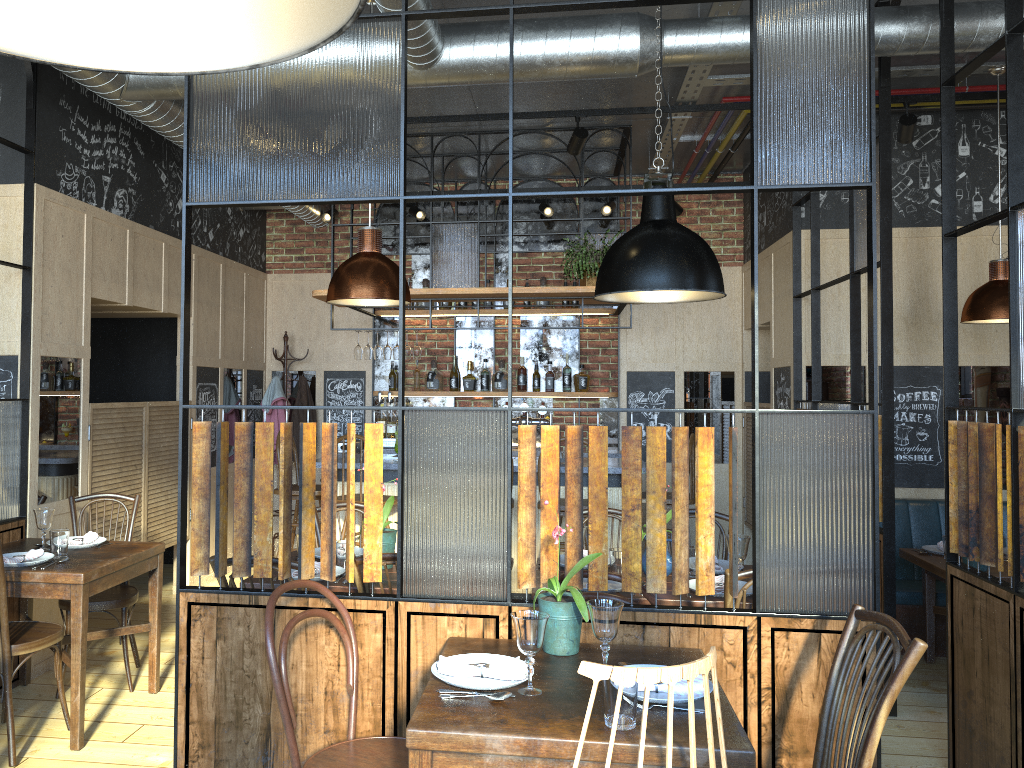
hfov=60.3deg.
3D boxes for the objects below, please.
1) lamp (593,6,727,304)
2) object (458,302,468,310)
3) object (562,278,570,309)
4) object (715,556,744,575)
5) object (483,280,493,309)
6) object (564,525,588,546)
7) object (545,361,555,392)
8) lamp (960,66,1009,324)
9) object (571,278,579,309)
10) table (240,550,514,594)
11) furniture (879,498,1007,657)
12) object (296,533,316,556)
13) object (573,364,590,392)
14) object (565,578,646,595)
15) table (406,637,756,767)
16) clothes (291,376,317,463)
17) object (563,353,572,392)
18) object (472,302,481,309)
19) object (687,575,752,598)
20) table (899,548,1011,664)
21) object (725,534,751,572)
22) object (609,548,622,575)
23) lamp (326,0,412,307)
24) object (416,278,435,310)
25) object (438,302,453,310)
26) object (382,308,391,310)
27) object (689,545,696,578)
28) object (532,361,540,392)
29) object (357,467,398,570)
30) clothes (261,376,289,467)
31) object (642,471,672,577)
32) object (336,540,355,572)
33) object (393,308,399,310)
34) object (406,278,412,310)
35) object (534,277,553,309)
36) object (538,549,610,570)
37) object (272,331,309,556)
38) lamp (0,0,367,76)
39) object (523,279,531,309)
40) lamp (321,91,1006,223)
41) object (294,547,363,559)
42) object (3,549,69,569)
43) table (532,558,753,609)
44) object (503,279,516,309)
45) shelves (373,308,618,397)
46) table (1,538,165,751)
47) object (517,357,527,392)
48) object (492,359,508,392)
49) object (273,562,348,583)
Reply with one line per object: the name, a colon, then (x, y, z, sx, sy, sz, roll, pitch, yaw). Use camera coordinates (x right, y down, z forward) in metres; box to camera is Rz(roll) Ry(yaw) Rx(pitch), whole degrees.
lamp: (0.600, -1.015, 3.616, 0.545, 1.327, 0.513, 0, -2, 19)
object: (-0.427, -0.799, 7.665, 0.079, 0.318, 0.082, 1, -2, -13)
object: (0.457, -0.768, 7.521, 0.066, 0.264, 0.066, 0, -2, 0)
object: (0.818, 0.760, 3.725, 0.331, 0.051, 0.264, 0, 0, 10)
object: (-0.206, -0.770, 7.618, 0.078, 0.263, 0.077, 0, -2, 7)
object: (0.266, 0.687, 3.658, 0.102, 0.192, 0.094, -1, -2, 26)
object: (0.322, -0.062, 7.486, 0.078, 0.263, 0.077, 0, -2, 7)
lamp: (2.558, -0.993, 4.624, 0.368, 1.336, 0.368, 0, -2, -1)
object: (0.534, -0.768, 7.510, 0.065, 0.264, 0.066, 0, -2, -7)
table: (-0.528, 1.141, 3.708, 1.044, 0.728, 0.718, 0, -1, 7)
furniture: (2.768, 1.117, 4.748, 1.510, 0.823, 1.425, 0, -1, 6)
object: (-0.904, 0.717, 3.860, 0.082, 0.119, 0.086, 1, -1, -18)
object: (0.589, -0.048, 7.433, 0.142, 0.235, 0.090, 0, -2, -7)
object: (0.347, 0.755, 3.371, 0.331, 0.051, 0.264, 0, 0, 10)
table: (0.158, 1.135, 2.264, 0.760, 0.727, 0.741, 0, -1, 6)
clothes: (-1.820, 0.313, 7.725, 0.213, 0.771, 0.235, 0, -2, 3)
object: (0.468, -0.095, 7.484, 0.078, 0.330, 0.073, -1, -2, 30)
object: (-0.312, -0.781, 7.653, 0.077, 0.284, 0.075, 0, -2, 7)
object: (0.807, 0.757, 3.309, 0.331, 0.051, 0.264, 0, 0, 10)
table: (2.529, 1.225, 4.533, 0.753, 0.603, 0.735, 0, -1, 6)
object: (0.879, 0.688, 3.430, 0.102, 0.192, 0.094, -1, -2, 31)
object: (0.429, 0.721, 3.518, 0.083, 0.119, 0.086, 0, -1, -11)
lamp: (-0.612, -1.014, 3.804, 0.357, 1.336, 0.379, 1, -2, -21)
object: (-0.758, -0.783, 7.698, 0.174, 0.283, 0.119, 0, -2, 21)
object: (-0.579, -0.758, 7.666, 0.146, 0.235, 0.087, 0, -2, 12)
object: (-1.100, -0.807, 7.756, 0.078, 0.330, 0.073, -1, -2, 30)
object: (0.748, 0.723, 3.586, 0.083, 0.119, 0.086, 0, -1, -11)
object: (0.207, -0.063, 7.505, 0.064, 0.264, 0.067, 1, -2, -13)
object: (-0.552, 0.566, 3.767, 0.154, 0.427, 0.192, -1, -2, 39)
clothes: (-2.038, 0.326, 7.546, 0.282, 0.792, 0.230, -1, -2, 33)
object: (0.594, 0.569, 3.554, 0.226, 0.431, 0.131, -1, -2, 26)
object: (-0.699, 0.717, 3.677, 0.081, 0.119, 0.088, 1, -2, -32)
object: (-1.000, -0.793, 7.757, 0.088, 0.303, 0.083, 0, -2, 17)
object: (-0.904, -0.785, 7.722, 0.058, 0.288, 0.053, -2, -3, 45)
object: (0.268, -0.779, 7.541, 0.174, 0.283, 0.119, 0, -2, 21)
object: (0.280, 0.758, 3.813, 0.331, 0.051, 0.264, 0, 0, 10)
object: (-2.004, 0.531, 7.678, 0.360, 1.991, 0.345, -1, -2, 28)
lamp: (-0.392, -1.040, 0.833, 0.548, 1.327, 0.510, -1, -2, 24)
object: (0.129, -0.769, 7.572, 0.066, 0.264, 0.065, 0, -2, 6)
lamp: (-0.216, -1.537, 4.457, 7.319, 0.274, 6.185, 0, 0, 7)
object: (-0.804, 0.754, 3.982, 0.331, 0.051, 0.264, 0, 0, 10)
object: (-2.099, 0.746, 3.792, 0.331, 0.051, 0.264, 0, 0, 10)
table: (0.606, 1.146, 3.534, 1.044, 0.728, 0.718, 0, -1, 7)
object: (-0.025, -0.771, 7.585, 0.118, 0.265, 0.115, 0, -2, 7)
shelves: (-0.151, -0.265, 7.784, 2.147, 0.746, 0.595, 0, -1, 8)
table: (-2.102, 1.137, 4.008, 0.760, 0.727, 0.741, 0, -1, 6)
object: (0.086, -0.083, 7.536, 0.089, 0.303, 0.083, -1, -2, 25)
object: (-0.091, -0.074, 7.544, 0.174, 0.283, 0.119, 0, -2, 21)
object: (-0.789, 0.751, 3.548, 0.331, 0.051, 0.264, 0, 0, 10)
